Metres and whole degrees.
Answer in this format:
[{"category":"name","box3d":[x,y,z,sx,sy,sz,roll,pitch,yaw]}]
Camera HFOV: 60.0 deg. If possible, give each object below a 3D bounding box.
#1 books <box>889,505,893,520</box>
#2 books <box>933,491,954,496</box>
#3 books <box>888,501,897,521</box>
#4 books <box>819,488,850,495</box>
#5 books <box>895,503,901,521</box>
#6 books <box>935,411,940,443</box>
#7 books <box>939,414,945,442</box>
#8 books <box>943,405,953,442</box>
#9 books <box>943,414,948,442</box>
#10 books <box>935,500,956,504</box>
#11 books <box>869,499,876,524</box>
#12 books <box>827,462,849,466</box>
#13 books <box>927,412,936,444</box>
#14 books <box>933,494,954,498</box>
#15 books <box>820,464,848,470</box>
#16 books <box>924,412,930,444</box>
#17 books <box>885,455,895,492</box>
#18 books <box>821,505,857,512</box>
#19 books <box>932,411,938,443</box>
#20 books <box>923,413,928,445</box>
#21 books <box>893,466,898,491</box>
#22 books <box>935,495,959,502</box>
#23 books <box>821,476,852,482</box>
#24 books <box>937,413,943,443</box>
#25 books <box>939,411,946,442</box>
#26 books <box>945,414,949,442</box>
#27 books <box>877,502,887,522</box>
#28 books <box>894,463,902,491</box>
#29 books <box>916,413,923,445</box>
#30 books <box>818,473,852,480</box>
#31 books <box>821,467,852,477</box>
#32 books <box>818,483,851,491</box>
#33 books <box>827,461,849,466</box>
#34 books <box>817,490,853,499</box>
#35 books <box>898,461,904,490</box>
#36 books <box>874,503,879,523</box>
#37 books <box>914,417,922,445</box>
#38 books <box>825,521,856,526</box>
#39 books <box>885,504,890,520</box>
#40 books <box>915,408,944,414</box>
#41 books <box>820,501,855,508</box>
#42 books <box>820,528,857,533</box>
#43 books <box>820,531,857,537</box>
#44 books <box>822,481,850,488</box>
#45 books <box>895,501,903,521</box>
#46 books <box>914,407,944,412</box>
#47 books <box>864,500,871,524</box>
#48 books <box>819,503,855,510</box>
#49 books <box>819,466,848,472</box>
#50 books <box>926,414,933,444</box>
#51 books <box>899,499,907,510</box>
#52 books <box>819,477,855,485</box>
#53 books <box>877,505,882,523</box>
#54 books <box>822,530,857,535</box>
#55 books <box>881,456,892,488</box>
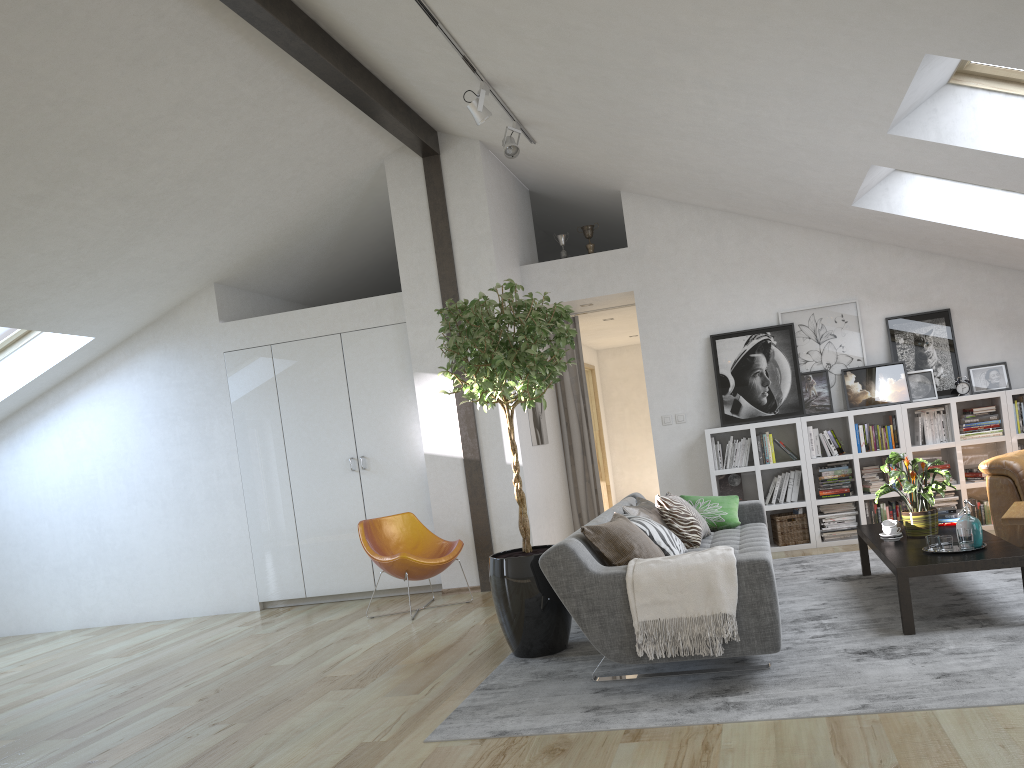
[{"category":"books","box3d":[3.012,1.077,7.065,0.023,0.224,0.163,-7,0,15]},{"category":"books","box3d":[3.349,0.866,6.979,0.222,0.012,0.145,-9,-4,18]},{"category":"books","box3d":[3.040,1.060,7.074,0.030,0.254,0.185,-7,0,15]},{"category":"books","box3d":[2.592,0.858,7.135,0.227,0.038,0.163,-9,-4,18]},{"category":"books","box3d":[3.067,1.070,7.067,0.024,0.224,0.163,-7,0,15]},{"category":"books","box3d":[3.353,0.338,7.009,0.015,0.251,0.161,-7,0,20]},{"category":"books","box3d":[3.376,0.348,6.983,0.012,0.221,0.142,-7,0,20]},{"category":"books","box3d":[3.424,0.308,6.973,0.023,0.288,0.155,-7,0,20]},{"category":"books","box3d":[3.397,0.344,6.974,0.012,0.223,0.142,-7,0,20]},{"category":"books","box3d":[3.356,0.924,6.974,0.223,0.013,0.145,-8,-4,13]},{"category":"books","box3d":[2.882,1.067,7.114,0.035,0.285,0.200,-7,0,15]},{"category":"books","box3d":[2.642,0.642,7.190,0.164,0.017,0.122,-9,-4,18]},{"category":"books","box3d":[3.318,0.343,7.019,0.026,0.251,0.159,-7,0,20]},{"category":"books","box3d":[3.335,0.883,6.982,0.248,0.012,0.145,-9,-4,23]},{"category":"books","box3d":[2.595,0.665,7.163,0.217,0.019,0.128,-8,-4,12]},{"category":"books","box3d":[3.274,0.349,7.016,0.015,0.251,0.161,-7,0,20]},{"category":"books","box3d":[2.999,0.704,7.036,0.019,0.285,0.184,-7,0,15]},{"category":"books","box3d":[2.641,1.001,7.163,0.264,0.015,0.175,-9,-4,25]},{"category":"books","box3d":[3.338,0.340,7.013,0.015,0.251,0.161,-7,0,20]},{"category":"books","box3d":[3.257,0.351,7.012,0.015,0.251,0.161,-7,0,20]},{"category":"books","box3d":[3.019,0.732,7.031,0.019,0.248,0.191,-7,0,15]},{"category":"books","box3d":[3.341,0.904,6.973,0.289,0.025,0.159,-9,-4,17]},{"category":"books","box3d":[2.611,0.763,7.172,0.238,0.023,0.176,-8,-4,13]},{"category":"books","box3d":[3.365,0.346,6.993,0.016,0.229,0.148,-7,0,20]},{"category":"books","box3d":[3.388,0.333,6.984,0.011,0.248,0.141,-7,0,20]},{"category":"books","box3d":[3.412,0.343,6.978,0.012,0.221,0.142,-7,0,20]},{"category":"books","box3d":[2.959,1.070,7.080,0.039,0.252,0.177,-7,0,15]},{"category":"books","box3d":[3.044,0.711,7.031,0.036,0.259,0.161,-7,0,15]},{"category":"books","box3d":[3.217,0.357,7.002,0.035,0.252,0.147,-7,0,9]},{"category":"books","box3d":[2.604,0.740,7.164,0.255,0.025,0.158,-8,-4,12]},{"category":"books","box3d":[2.613,0.709,7.159,0.228,0.039,0.162,-8,-4,13]},{"category":"books","box3d":[2.594,0.828,7.133,0.244,0.024,0.154,-9,-4,23]},{"category":"books","box3d":[2.641,0.642,7.190,0.167,0.018,0.125,-9,-4,18]},{"category":"books","box3d":[2.606,0.890,7.144,0.252,0.033,0.192,-10,-4,28]},{"category":"books","box3d":[3.071,0.711,7.027,0.024,0.249,0.182,-7,0,15]},{"category":"books","box3d":[2.910,1.079,7.100,0.022,0.251,0.162,-7,0,15]},{"category":"books","box3d":[3.206,0.372,7.007,0.033,0.225,0.147,-7,0,9]},{"category":"books","box3d":[2.637,1.117,7.159,0.236,0.011,0.152,-8,-4,10]},{"category":"books","box3d":[2.993,1.080,7.078,0.024,0.224,0.163,-7,0,15]},{"category":"books","box3d":[3.296,0.211,7.007,0.210,0.018,0.140,-9,-4,24]},{"category":"books","box3d":[2.624,0.971,7.160,0.250,0.019,0.167,-9,-4,25]},{"category":"books","box3d":[2.620,1.164,7.129,0.289,0.011,0.238,-8,-4,11]},{"category":"books","box3d":[2.627,1.190,7.138,0.291,0.013,0.220,-8,-4,9]},{"category":"books","box3d":[2.592,0.805,7.130,0.217,0.022,0.153,-8,-4,8]},{"category":"books","box3d":[3.090,1.055,7.059,0.028,0.247,0.173,-7,0,15]},{"category":"books","box3d":[3.290,0.197,6.998,0.197,0.012,0.127,-8,-4,9]},{"category":"books","box3d":[2.842,1.068,7.105,0.038,0.291,0.178,-7,0,15]},{"category":"books","box3d":[2.624,0.989,7.164,0.265,0.015,0.174,-9,-4,20]},{"category":"books","box3d":[2.592,0.684,7.166,0.224,0.020,0.133,-8,-4,12]},{"category":"books","box3d":[3.293,0.353,7.012,0.020,0.237,0.154,-7,0,20]},{"category":"books","box3d":[3.118,1.049,7.056,0.028,0.251,0.162,-7,0,15]},{"category":"books","box3d":[2.620,0.782,7.175,0.265,0.021,0.189,-8,-4,13]},{"category":"books","box3d":[2.931,1.089,7.087,0.023,0.224,0.163,-7,0,15]},{"category":"books","box3d":[2.628,1.176,7.134,0.286,0.013,0.219,-8,-4,7]},{"category":"books","box3d":[2.979,0.712,7.054,0.034,0.277,0.195,-7,0,15]}]
